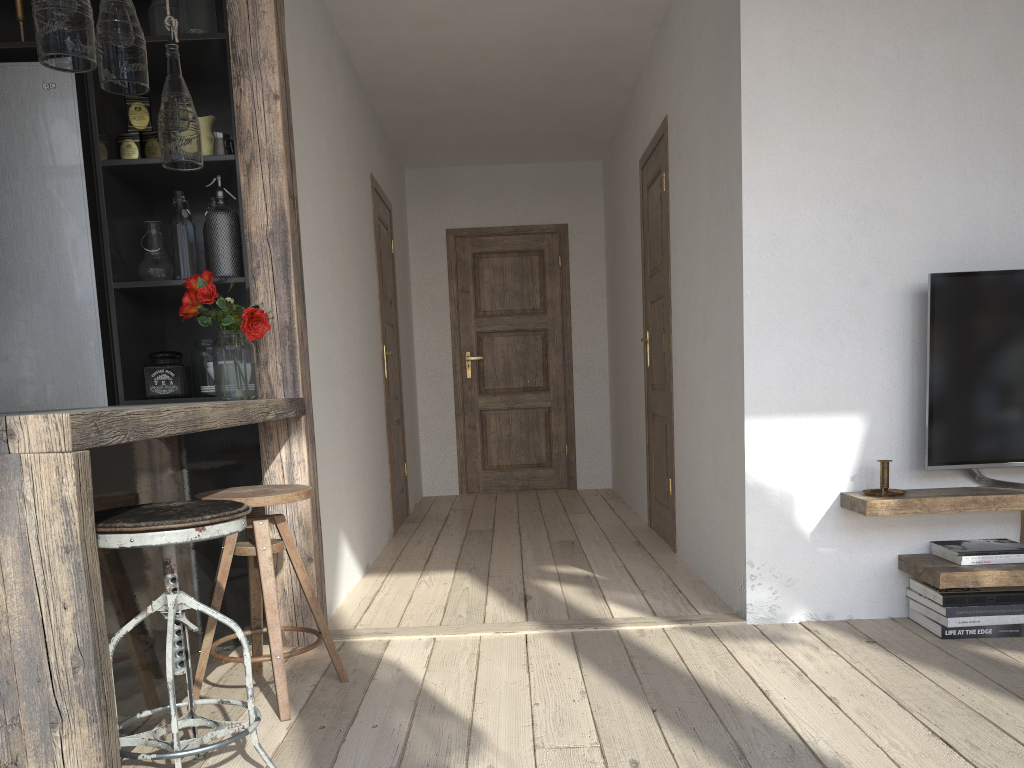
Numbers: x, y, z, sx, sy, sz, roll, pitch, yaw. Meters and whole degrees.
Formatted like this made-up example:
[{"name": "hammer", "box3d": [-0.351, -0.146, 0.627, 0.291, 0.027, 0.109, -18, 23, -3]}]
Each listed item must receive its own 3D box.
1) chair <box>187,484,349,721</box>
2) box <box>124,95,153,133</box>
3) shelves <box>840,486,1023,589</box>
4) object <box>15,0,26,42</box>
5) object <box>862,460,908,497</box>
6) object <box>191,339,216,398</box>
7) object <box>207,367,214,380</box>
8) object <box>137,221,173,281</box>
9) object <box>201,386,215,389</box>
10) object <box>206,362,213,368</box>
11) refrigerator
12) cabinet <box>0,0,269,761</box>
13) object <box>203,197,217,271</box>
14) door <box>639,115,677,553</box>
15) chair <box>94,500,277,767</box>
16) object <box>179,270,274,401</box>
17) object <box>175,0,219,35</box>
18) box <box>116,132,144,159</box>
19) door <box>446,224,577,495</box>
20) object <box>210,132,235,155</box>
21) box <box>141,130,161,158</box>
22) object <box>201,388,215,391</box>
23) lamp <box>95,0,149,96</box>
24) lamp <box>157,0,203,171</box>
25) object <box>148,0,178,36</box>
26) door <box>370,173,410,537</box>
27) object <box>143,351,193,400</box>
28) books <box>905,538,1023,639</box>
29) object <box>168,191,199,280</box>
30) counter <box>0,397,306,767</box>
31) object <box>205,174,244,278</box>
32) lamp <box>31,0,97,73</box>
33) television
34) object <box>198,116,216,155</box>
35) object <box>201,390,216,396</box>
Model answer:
[{"name": "chair", "box3d": [-0.711, 0.600, 2.507, 0.341, 0.603, 0.337, -1, 6, 20]}, {"name": "box", "box3d": [-1.248, -0.896, 2.947, 0.082, 0.115, 0.082, -4, 5, -20]}, {"name": "shelves", "box3d": [1.928, 0.560, 2.877, 1.602, 0.457, 0.327, -3, 5, 0]}, {"name": "object", "box3d": [-1.580, -1.170, 2.832, 0.059, 0.169, 0.058, -4, 7, -15]}, {"name": "object", "box3d": [1.223, 0.307, 2.888, 0.139, 0.114, 0.138, -3, 3, -18]}, {"name": "object", "box3d": [-1.107, -0.056, 3.225, 0.124, 0.209, 0.123, -4, 5, -13]}, {"name": "object", "box3d": [-0.983, -0.017, 3.092, 0.162, 0.086, 0.161, -2, 2, 13]}, {"name": "object", "box3d": [-1.237, -0.448, 3.057, 0.132, 0.223, 0.130, -1, 5, 12]}, {"name": "object", "box3d": [-0.981, 0.016, 3.096, 0.213, 0.025, 0.214, -3, 0, -37]}, {"name": "object", "box3d": [-0.984, -0.035, 3.089, 0.162, 0.086, 0.161, -2, 2, 13]}, {"name": "refrigerator", "box3d": [-1.820, -0.038, 3.256, 0.943, 1.945, 0.841, -2, 6, 0]}, {"name": "cabinet", "box3d": [-1.891, -0.305, 1.213, 2.092, 2.533, 4.178, -2, 2, 0]}, {"name": "object", "box3d": [-1.036, -0.497, 3.085, 0.085, 0.306, 0.085, -9, 9, -43]}, {"name": "door", "box3d": [0.760, -0.204, 4.611, 0.082, 2.096, 0.830, -2, 6, 0]}, {"name": "chair", "box3d": [-0.719, 0.582, 1.893, 0.353, 0.644, 0.350, 1, 7, 33]}, {"name": "object", "box3d": [-0.896, -0.155, 2.800, 0.311, 0.420, 0.248, 0, 6, 33]}, {"name": "object", "box3d": [-1.019, -1.214, 2.840, 0.125, 0.209, 0.123, -2, 5, 4]}, {"name": "box", "box3d": [-1.277, -0.782, 2.974, 0.083, 0.115, 0.082, -2, 5, 0]}, {"name": "door", "box3d": [0.005, -0.173, 6.889, 0.941, 2.096, 0.080, -2, 7, 0]}, {"name": "object", "box3d": [-0.955, -0.788, 2.922, 0.093, 0.097, 0.074, -2, 5, 1]}, {"name": "box", "box3d": [-1.190, -0.786, 2.969, 0.083, 0.115, 0.082, -2, 5, 10]}, {"name": "object", "box3d": [-0.981, 0.023, 3.097, 0.213, 0.025, 0.214, -3, 0, -32]}, {"name": "lamp", "box3d": [-0.855, -1.306, 1.938, 0.240, 1.253, 0.107, -1, 7, 12]}, {"name": "lamp", "box3d": [-0.847, -1.254, 2.254, 0.226, 1.358, 0.107, -2, 7, 2]}, {"name": "object", "box3d": [-1.142, -1.192, 2.931, 0.126, 0.174, 0.125, 1, 6, 39]}, {"name": "door", "box3d": [-0.747, -0.139, 5.463, 0.082, 2.096, 0.830, -2, 6, 0]}, {"name": "object", "box3d": [-1.193, -0.031, 3.048, 0.134, 0.167, 0.133, -3, 4, -10]}, {"name": "books", "box3d": [1.532, 0.668, 2.890, 0.360, 0.268, 0.288, -3, 3, 0]}, {"name": "object", "box3d": [-1.111, -0.494, 2.971, 0.086, 0.306, 0.085, -3, 7, -8]}, {"name": "counter", "box3d": [-1.784, 0.524, 1.115, 2.241, 0.861, 3.781, -3, 0, 0]}, {"name": "object", "box3d": [-0.968, -0.524, 2.951, 0.108, 0.354, 0.107, 1, 7, 30]}, {"name": "lamp", "box3d": [-0.845, -1.280, 1.653, 0.225, 1.304, 0.107, -2, 7, 2]}, {"name": "television", "box3d": [1.892, -0.021, 2.849, 1.102, 0.715, 0.204, -2, 7, 0]}, {"name": "object", "box3d": [-1.072, -0.820, 2.976, 0.149, 0.172, 0.134, -4, 5, -14]}, {"name": "object", "box3d": [-0.981, 0.032, 3.098, 0.213, 0.025, 0.214, -3, 0, -42]}]
